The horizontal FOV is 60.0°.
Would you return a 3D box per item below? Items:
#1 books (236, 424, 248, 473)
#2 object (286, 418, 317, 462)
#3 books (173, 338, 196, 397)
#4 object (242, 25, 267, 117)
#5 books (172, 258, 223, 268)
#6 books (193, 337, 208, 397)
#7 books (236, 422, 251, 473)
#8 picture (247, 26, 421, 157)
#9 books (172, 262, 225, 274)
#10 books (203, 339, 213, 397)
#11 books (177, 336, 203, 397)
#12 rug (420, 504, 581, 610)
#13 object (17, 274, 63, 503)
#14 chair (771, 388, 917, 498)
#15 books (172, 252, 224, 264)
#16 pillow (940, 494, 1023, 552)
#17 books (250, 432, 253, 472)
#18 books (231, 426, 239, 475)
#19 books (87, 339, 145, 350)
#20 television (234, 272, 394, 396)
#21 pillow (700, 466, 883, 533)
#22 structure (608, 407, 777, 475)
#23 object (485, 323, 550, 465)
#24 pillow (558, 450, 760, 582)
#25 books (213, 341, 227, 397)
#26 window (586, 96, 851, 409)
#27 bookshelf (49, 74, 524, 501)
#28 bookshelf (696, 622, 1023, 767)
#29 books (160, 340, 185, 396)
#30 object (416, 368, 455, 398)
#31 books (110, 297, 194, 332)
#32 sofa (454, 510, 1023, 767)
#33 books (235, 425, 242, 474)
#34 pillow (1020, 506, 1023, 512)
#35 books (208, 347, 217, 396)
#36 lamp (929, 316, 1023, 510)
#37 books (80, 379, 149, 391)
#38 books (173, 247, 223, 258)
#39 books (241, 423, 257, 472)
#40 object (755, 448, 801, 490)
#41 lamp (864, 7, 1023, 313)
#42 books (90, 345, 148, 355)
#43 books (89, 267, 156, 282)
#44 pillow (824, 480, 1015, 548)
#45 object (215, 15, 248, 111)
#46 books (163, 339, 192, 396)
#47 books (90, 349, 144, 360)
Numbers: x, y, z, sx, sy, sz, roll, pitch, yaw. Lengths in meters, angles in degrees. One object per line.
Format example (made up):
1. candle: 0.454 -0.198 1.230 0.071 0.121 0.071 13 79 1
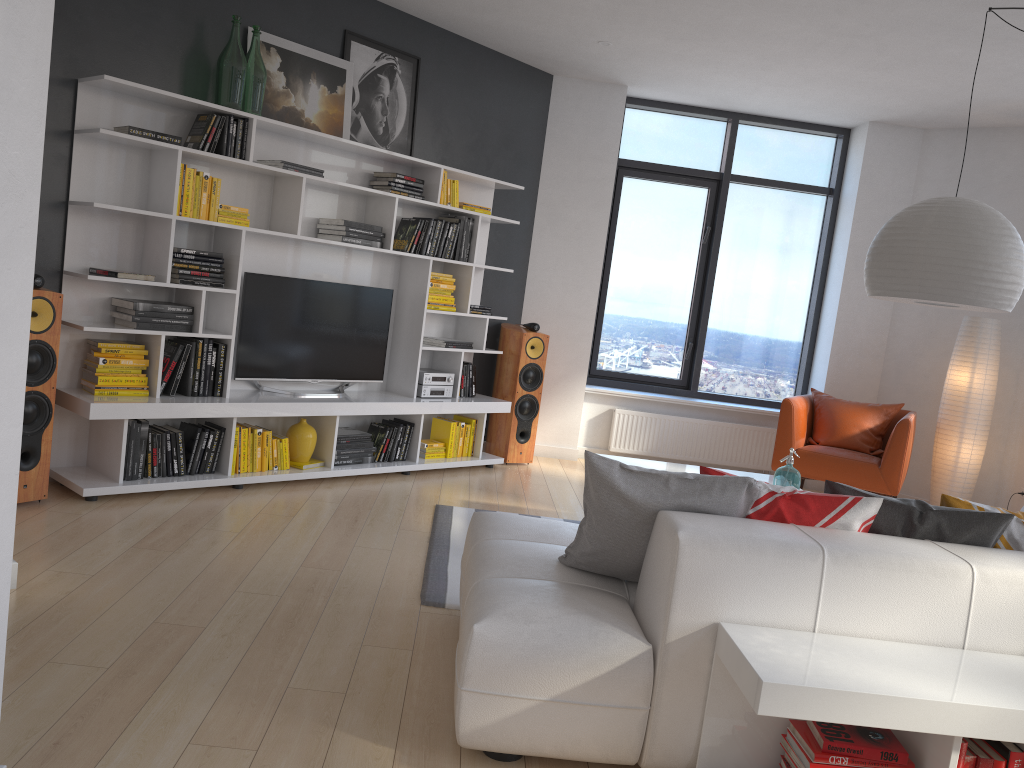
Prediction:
1. books: -1.584 0.361 5.071 0.198 0.258 0.066 13 8 42
2. object: -1.282 0.338 5.393 0.185 0.257 0.185 10 6 19
3. books: -1.811 -0.094 4.875 0.213 0.301 0.028 13 8 42
4. object: -1.441 -1.731 4.928 0.157 0.507 0.157 4 7 -34
5. books: -1.738 -0.663 4.816 0.264 0.020 0.189 2 8 -44
6. books: -1.772 -0.108 4.927 0.237 0.326 0.026 13 8 42
7. books: -1.562 0.359 5.092 0.202 0.267 0.038 13 8 42
8. picture: -1.066 -1.834 5.468 0.076 0.707 1.279 13 8 42
9. books: -1.738 -0.637 4.817 0.284 0.030 0.214 3 8 -39
10. books: -1.753 -0.102 4.950 0.239 0.315 0.034 13 8 42
11. books: -1.792 -0.103 4.901 0.237 0.314 0.034 13 8 42
12. rug: 0.740 0.936 4.439 2.326 0.016 1.662 7 6 -3
13. object: -2.395 0.006 4.175 0.434 1.088 0.290 10 6 27
14. chair: 2.474 0.516 6.571 0.896 0.858 0.843 11 7 29
15. books: -1.746 -0.691 4.830 0.284 0.030 0.214 3 8 -39
16. pillow: 2.163 0.605 3.438 0.630 0.440 2.095 13 8 44
17. books: -1.540 0.381 5.096 0.156 0.230 0.042 12 8 40
18. books: -1.614 0.358 4.998 0.204 0.270 0.029 13 8 42
19. books: -2.071 -0.208 4.634 0.234 0.024 0.171 2 8 -44
20. television: -1.215 -0.291 5.539 0.207 0.704 1.102 13 8 42
21. pillow: 1.661 0.608 2.870 2.250 0.449 0.575 7 6 -6
22. structure: 1.541 0.515 7.369 1.474 0.460 0.110 7 6 -3
23. object: 0.010 0.053 6.815 0.290 1.088 0.434 4 7 -33
24. pillow: 1.556 0.530 3.191 2.953 0.453 0.647 6 6 -15
25. books: -1.701 -0.092 5.001 0.230 0.297 0.051 13 8 42
26. window: 1.700 -1.073 7.537 1.960 2.402 0.170 7 6 -3
27. bookshelf: -1.107 -0.444 5.455 0.455 2.052 3.000 13 8 42
28. bookshelf: 1.808 1.054 2.254 2.600 0.500 0.356 7 6 -3
29. books: -1.902 -0.092 4.799 0.232 0.284 0.142 13 8 42
30. object: -0.598 -0.008 6.195 0.270 0.174 0.285 13 8 42
31. books: -1.918 -0.368 4.725 0.277 0.137 0.343 13 8 42
32. sofa: 1.507 0.748 3.704 3.424 0.732 2.614 7 6 -3
33. books: -1.603 0.355 5.040 0.213 0.271 0.048 13 8 42
34. pillow: 2.352 0.585 3.695 0.580 0.456 2.156 10 6 23
35. books: -1.728 -0.081 4.972 0.200 0.272 0.028 13 8 42
36. lamp: 3.413 0.319 6.307 0.502 1.550 0.804 2 8 -43
37. books: -2.074 0.005 4.628 0.269 0.025 0.213 2 8 -45
38. books: -1.722 -0.714 4.810 0.246 0.026 0.180 3 8 -40
39. books: -1.527 0.367 5.114 0.180 0.252 0.041 13 8 42
40. object: 1.279 0.434 4.374 0.330 0.265 0.330 10 6 21
41. lamp: 2.827 0.024 2.995 3.199 2.647 0.710 11 7 33
42. books: -2.050 -0.179 4.629 0.234 0.024 0.171 2 8 -44
43. books: -1.995 -0.561 4.543 0.266 0.030 0.209 12 7 35
44. pillow: 1.988 0.622 2.893 2.120 0.436 0.608 7 6 -7
45. object: -1.504 -1.724 4.775 0.157 0.507 0.157 4 7 -34
46. books: -1.854 -0.091 4.826 0.210 0.289 0.100 13 8 41
47. books: -2.061 -0.156 4.627 0.238 0.023 0.167 4 7 -32
